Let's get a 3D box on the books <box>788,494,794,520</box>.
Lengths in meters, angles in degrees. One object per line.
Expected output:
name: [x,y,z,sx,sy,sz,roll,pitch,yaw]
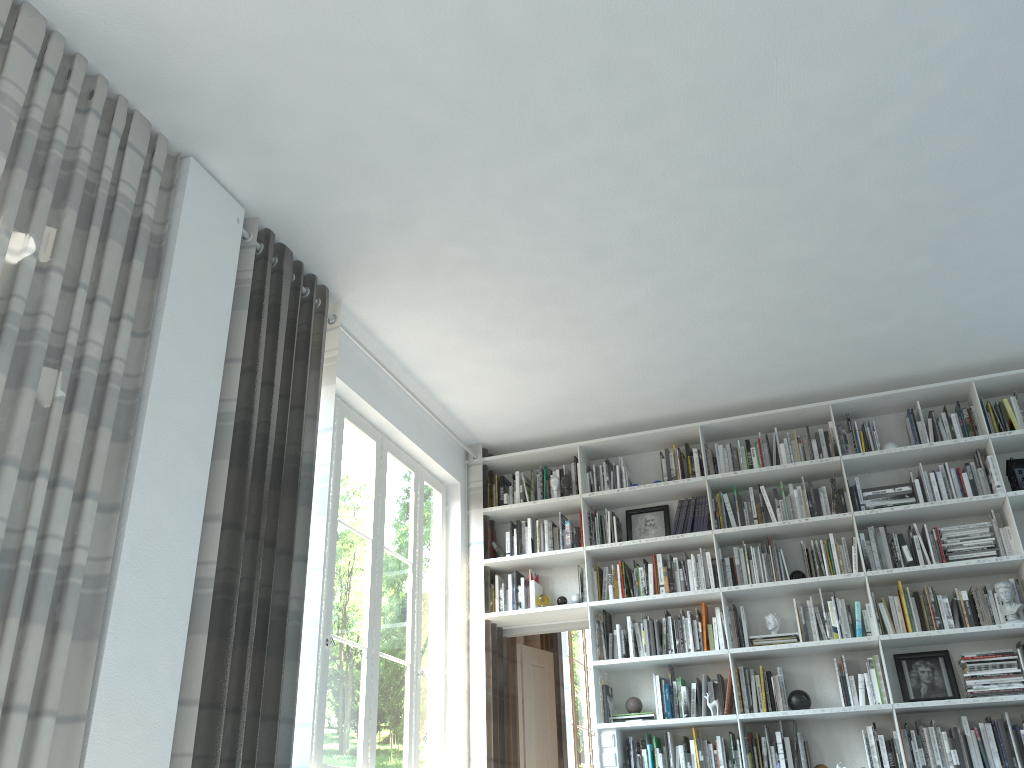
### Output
books: [1.797,0.831,5.678,0.010,0.207,0.174,-10,-28,17]

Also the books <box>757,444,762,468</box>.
books: [1.653,0.525,5.883,0.011,0.214,0.160,-10,-28,17]

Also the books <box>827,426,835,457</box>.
books: [2.080,0.423,5.765,0.014,0.266,0.172,-10,-28,17]

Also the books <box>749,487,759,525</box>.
books: [1.580,0.834,5.763,0.023,0.292,0.156,-10,-28,17]

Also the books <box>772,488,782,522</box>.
books: [1.722,0.823,5.721,0.027,0.264,0.169,-10,-28,17]

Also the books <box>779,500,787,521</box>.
books: [1.746,0.854,5.688,0.028,0.179,0.169,-10,-28,17]

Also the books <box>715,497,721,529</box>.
books: [1.358,0.887,5.813,0.023,0.255,0.175,-10,-28,17]

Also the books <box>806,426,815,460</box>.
books: [1.962,0.438,5.806,0.013,0.284,0.160,-10,-28,17]

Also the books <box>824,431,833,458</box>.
books: [2.059,0.442,5.755,0.026,0.224,0.173,-10,-28,17]

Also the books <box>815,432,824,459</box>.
books: [2.011,0.452,5.784,0.026,0.236,0.149,-10,-28,17]

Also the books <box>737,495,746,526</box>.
books: [1.504,0.868,5.769,0.031,0.240,0.182,-10,-28,17]

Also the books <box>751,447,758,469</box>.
books: [1.625,0.543,5.899,0.030,0.200,0.152,-10,-28,17]

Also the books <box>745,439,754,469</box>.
books: [1.600,0.522,5.930,0.028,0.266,0.152,-10,-28,17]

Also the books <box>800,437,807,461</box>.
books: [1.912,0.475,5.790,0.013,0.206,0.178,-10,-28,17]

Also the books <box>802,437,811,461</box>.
books: [1.929,0.473,5.781,0.026,0.199,0.188,-10,-28,17]

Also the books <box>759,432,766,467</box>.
books: [1.676,0.486,5.897,0.010,0.297,0.151,-10,-28,17]

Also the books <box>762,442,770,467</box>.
books: [1.699,0.515,5.887,0.029,0.234,0.130,-10,-28,17]

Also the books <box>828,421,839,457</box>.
books: [2.097,0.408,5.760,0.026,0.287,0.177,-10,-28,17]

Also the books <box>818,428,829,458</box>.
books: [2.039,0.440,5.789,0.030,0.259,0.152,-10,-28,17]

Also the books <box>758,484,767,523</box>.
books: [1.635,0.822,5.768,0.013,0.314,0.135,-10,-28,17]

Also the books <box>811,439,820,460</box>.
books: [1.982,0.476,5.772,0.031,0.184,0.177,-10,-28,17]

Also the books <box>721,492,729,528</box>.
books: [1.403,0.871,5.818,0.010,0.286,0.149,-10,-28,17]

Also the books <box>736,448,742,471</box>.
books: [1.530,0.553,5.920,0.015,0.206,0.167,-10,-28,17]

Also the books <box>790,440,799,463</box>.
books: [1.869,0.496,5.836,0.029,0.212,0.142,-10,-28,17]

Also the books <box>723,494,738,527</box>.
books: [1.442,0.872,5.809,0.067,0.273,0.168,-10,-28,17]

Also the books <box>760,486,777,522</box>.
books: [1.668,0.817,5.727,0.075,0.284,0.179,-10,-28,17]

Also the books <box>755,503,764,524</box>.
books: [1.612,0.883,5.738,0.034,0.179,0.160,-10,-28,17]

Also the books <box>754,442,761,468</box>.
books: [1.644,0.523,5.897,0.013,0.233,0.155,-10,-28,17]

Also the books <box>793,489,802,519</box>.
books: [1.833,0.811,5.661,0.021,0.225,0.192,-10,-28,17]

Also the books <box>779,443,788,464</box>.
books: [1.798,0.511,5.836,0.031,0.189,0.182,-10,-28,17]

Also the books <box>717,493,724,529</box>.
books: [1.380,0.878,5.826,0.013,0.282,0.159,-10,-28,17]

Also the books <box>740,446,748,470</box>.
books: [1.567,0.548,5.941,0.025,0.233,0.130,-10,-28,17]

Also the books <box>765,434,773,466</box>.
books: [1.713,0.487,5.878,0.013,0.275,0.165,-10,-28,17]

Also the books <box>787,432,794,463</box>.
books: [1.845,0.472,5.847,0.014,0.267,0.157,-10,-28,17]

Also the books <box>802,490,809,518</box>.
books: [1.880,0.807,5.661,0.013,0.229,0.142,-10,-28,17]

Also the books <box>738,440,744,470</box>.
books: [1.542,0.527,5.931,0.010,0.263,0.161,-10,-28,17]

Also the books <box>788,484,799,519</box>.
books: [1.818,0.798,5.701,0.026,0.285,0.138,-10,-28,17]

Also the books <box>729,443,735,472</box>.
books: [1.490,0.541,5.941,0.012,0.248,0.175,-10,-28,17]

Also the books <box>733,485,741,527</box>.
books: [1.483,0.839,5.790,0.012,0.313,0.172,-10,-28,17]

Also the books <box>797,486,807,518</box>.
books: [1.861,0.799,5.677,0.028,0.259,0.136,-10,-28,17]

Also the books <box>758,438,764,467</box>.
books: [1.665,0.508,5.888,0.013,0.250,0.184,-10,-28,17]

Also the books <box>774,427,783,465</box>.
books: [1.777,0.463,5.877,0.014,0.314,0.167,-10,-28,17]

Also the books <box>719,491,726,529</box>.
books: [1.399,0.873,5.845,0.014,0.307,0.130,-10,-28,17]

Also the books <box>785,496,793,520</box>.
books: [1.790,0.843,5.706,0.024,0.211,0.128,-10,-28,17]

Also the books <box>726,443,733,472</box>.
books: [1.474,0.546,5.950,0.023,0.250,0.171,-10,-28,17]

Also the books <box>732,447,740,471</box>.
books: [1.505,0.551,5.915,0.029,0.207,0.179,-10,-28,17]

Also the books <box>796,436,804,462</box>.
books: [1.899,0.474,5.811,0.021,0.227,0.161,-10,-28,17]

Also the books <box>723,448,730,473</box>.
books: [1.452,0.563,5.948,0.023,0.219,0.182,-10,-28,17]

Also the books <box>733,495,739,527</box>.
books: [1.476,0.869,5.789,0.011,0.258,0.158,-10,-28,17]

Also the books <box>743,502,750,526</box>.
books: [1.535,0.887,5.764,0.024,0.200,0.154,-10,-28,17]

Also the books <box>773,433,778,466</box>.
books: [1.742,0.482,5.866,0.052,0.271,0.173,-10,-28,17]

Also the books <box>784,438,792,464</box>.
books: [1.827,0.489,5.845,0.026,0.234,0.135,-10,-28,17]

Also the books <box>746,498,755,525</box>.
books: [1.557,0.871,5.754,0.029,0.217,0.158,-10,-28,17]

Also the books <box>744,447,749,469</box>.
books: [1.582,0.549,5.925,0.012,0.215,0.151,-10,-28,17]

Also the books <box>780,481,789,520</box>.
books: [1.763,0.793,5.711,0.012,0.306,0.145,-10,-28,17]

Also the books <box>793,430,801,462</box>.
books: [1.880,0.457,5.818,0.014,0.265,0.193,-10,-28,17]
